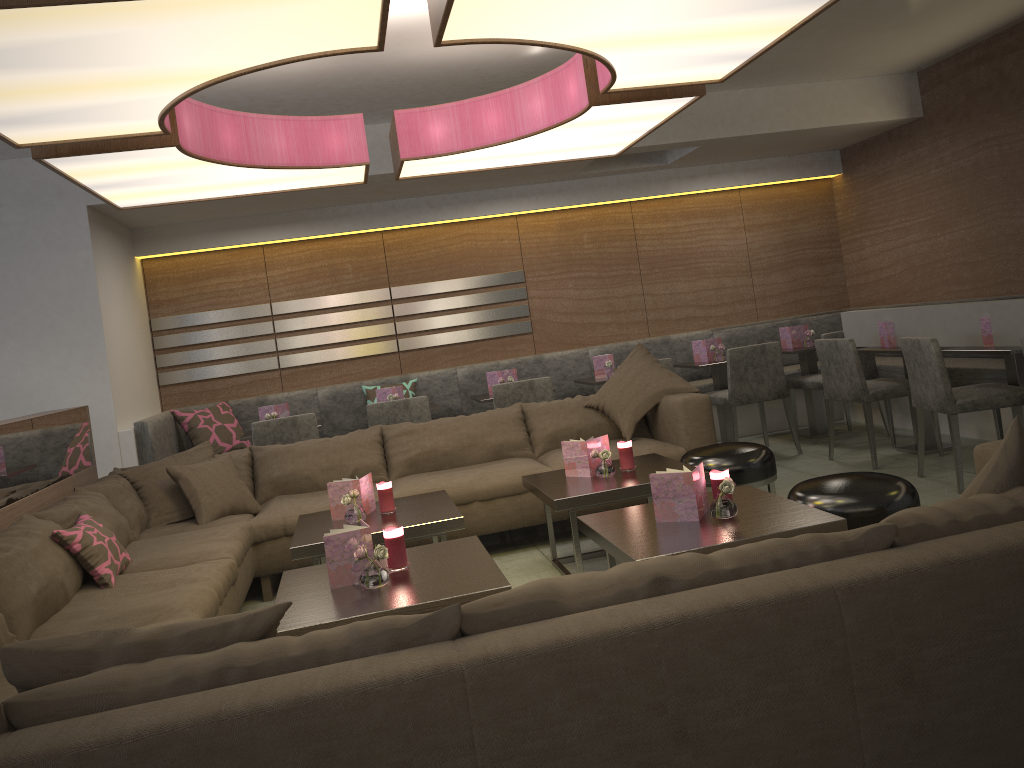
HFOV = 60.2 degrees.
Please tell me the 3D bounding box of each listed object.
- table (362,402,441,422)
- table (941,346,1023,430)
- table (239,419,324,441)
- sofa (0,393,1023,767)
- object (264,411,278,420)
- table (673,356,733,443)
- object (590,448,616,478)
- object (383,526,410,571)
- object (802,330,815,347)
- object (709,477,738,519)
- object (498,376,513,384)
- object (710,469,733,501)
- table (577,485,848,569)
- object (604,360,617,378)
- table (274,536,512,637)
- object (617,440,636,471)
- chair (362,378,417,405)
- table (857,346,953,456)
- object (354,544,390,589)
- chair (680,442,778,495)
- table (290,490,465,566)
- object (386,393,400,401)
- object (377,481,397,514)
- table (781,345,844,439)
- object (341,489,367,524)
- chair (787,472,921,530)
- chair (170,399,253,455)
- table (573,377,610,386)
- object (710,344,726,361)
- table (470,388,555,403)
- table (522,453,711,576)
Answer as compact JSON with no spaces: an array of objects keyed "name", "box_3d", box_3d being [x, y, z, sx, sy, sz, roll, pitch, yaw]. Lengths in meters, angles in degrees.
[{"name":"table","box_3d":[-0.706,0.498,5.934,0.507,0.655,0.505,-8,1,-10]},{"name":"table","box_3d":[2.657,0.114,4.569,0.507,0.655,0.505,-8,1,-10]},{"name":"table","box_3d":[-1.452,0.614,5.791,0.507,0.655,0.505,-8,1,-10]},{"name":"sofa","box_3d":[-0.274,0.615,3.184,3.185,0.675,3.765,-9,4,-10]},{"name":"object","box_3d":[-1.537,0.240,5.711,0.094,0.125,0.108,-7,1,32]},{"name":"table","box_3d":[1.530,0.152,6.364,0.507,0.655,0.505,-8,1,-10]},{"name":"object","box_3d":[0.397,0.336,3.815,0.106,0.129,0.096,-7,1,39]},{"name":"object","box_3d":[-0.366,0.514,2.776,0.076,0.128,0.075,-8,1,-38]},{"name":"object","box_3d":[2.151,-0.332,6.420,0.100,0.125,0.097,-9,1,-40]},{"name":"object","box_3d":[0.690,0.359,2.880,0.094,0.125,0.194,-8,2,21]},{"name":"object","box_3d":[-0.037,0.007,6.000,0.101,0.125,0.095,-7,1,44]},{"name":"object","box_3d":[0.700,0.350,2.952,0.075,0.128,0.076,-8,1,42]},{"name":"table","box_3d":[0.637,0.638,2.869,0.659,0.412,0.657,-9,3,-10]},{"name":"object","box_3d":[0.696,-0.106,6.144,0.096,0.125,0.105,-8,1,-10]},{"name":"table","box_3d":[-0.353,0.791,2.679,0.659,0.412,0.657,-9,3,-10]},{"name":"object","box_3d":[0.503,0.314,3.896,0.075,0.128,0.076,-8,1,42]},{"name":"chair","box_3d":[-0.886,0.177,6.594,0.427,0.395,0.219,-8,0,-10]},{"name":"table","box_3d":[2.499,0.079,5.412,0.507,0.655,0.505,-8,1,-10]},{"name":"object","box_3d":[-0.412,0.532,2.604,0.095,0.129,0.100,-9,1,-27]},{"name":"chair","box_3d":[0.983,0.495,3.968,0.424,0.451,0.421,-9,2,-29]},{"name":"table","box_3d":[-0.537,0.751,3.663,0.659,0.412,0.657,-9,3,-10]},{"name":"object","box_3d":[-0.793,0.124,5.861,0.091,0.125,0.111,-8,1,22]},{"name":"object","box_3d":[-0.528,0.474,3.704,0.076,0.128,0.075,-8,1,-38]},{"name":"table","box_3d":[2.207,0.047,6.494,0.507,0.655,0.505,-8,1,-10]},{"name":"object","box_3d":[-0.646,0.497,3.596,0.091,0.132,0.103,-7,1,45]},{"name":"chair","box_3d":[1.167,0.536,2.986,0.423,0.451,0.422,-8,2,-14]},{"name":"chair","box_3d":[-2.082,0.341,6.205,0.294,0.427,0.494,-8,2,33]},{"name":"table","box_3d":[0.785,0.267,6.221,0.507,0.655,0.505,-8,1,-10]},{"name":"object","box_3d":[1.466,-0.225,6.284,0.105,0.125,0.093,-8,1,21]},{"name":"table","box_3d":[0.039,0.383,6.078,0.507,0.655,0.505,-8,1,-10]},{"name":"table","box_3d":[0.453,0.597,3.853,0.659,0.412,0.657,-9,3,-10]}]
